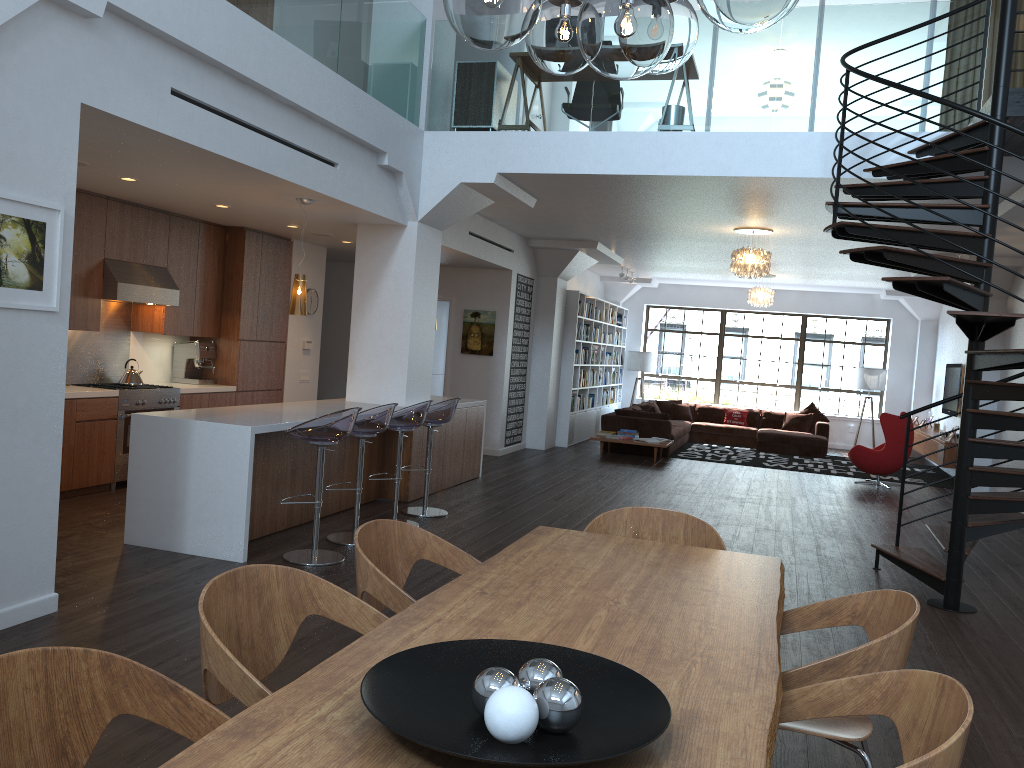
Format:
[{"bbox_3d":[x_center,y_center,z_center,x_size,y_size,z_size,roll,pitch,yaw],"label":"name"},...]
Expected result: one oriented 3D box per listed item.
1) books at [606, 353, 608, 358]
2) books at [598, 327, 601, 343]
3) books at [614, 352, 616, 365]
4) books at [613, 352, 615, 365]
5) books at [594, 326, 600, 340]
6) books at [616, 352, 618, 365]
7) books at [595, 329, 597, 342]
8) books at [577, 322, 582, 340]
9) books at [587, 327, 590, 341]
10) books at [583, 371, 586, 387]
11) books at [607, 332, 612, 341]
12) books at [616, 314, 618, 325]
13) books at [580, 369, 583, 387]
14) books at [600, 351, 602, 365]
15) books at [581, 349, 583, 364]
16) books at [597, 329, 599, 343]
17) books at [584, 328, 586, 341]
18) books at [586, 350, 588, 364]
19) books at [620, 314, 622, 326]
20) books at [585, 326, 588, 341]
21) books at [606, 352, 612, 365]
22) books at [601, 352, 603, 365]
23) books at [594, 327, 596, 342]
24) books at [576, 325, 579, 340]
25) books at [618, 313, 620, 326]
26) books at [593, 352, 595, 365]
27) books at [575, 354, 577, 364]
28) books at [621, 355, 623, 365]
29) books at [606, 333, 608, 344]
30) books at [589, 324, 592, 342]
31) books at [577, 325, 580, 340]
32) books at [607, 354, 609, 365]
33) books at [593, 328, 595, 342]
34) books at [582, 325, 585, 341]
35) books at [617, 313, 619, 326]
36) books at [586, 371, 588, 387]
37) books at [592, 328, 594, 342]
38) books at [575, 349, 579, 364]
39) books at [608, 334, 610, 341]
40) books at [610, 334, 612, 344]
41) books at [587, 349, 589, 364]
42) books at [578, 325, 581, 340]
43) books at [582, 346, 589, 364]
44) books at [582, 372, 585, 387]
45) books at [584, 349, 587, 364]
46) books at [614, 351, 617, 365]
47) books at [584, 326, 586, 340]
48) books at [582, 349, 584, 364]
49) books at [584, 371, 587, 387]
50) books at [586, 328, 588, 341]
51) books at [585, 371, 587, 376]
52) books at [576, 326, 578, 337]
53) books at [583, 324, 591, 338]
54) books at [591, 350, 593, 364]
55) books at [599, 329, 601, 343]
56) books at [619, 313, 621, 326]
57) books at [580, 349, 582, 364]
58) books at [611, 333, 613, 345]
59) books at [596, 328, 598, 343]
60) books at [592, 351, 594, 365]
[{"bbox_3d":[1.689,-0.463,16.348,0.140,0.206,0.042,5,2,17],"label":"books"},{"bbox_3d":[1.434,-0.864,15.449,0.197,0.283,0.065,5,2,17],"label":"books"},{"bbox_3d":[1.912,-0.498,17.113,0.171,0.246,0.039,5,2,17],"label":"books"},{"bbox_3d":[1.864,-0.491,16.933,0.174,0.240,0.054,5,2,17],"label":"books"},{"bbox_3d":[1.421,-0.866,15.389,0.176,0.290,0.053,5,2,17],"label":"books"},{"bbox_3d":[1.961,-0.504,17.271,0.183,0.253,0.042,5,2,17],"label":"books"},{"bbox_3d":[1.360,-0.828,15.176,0.161,0.223,0.026,5,2,17],"label":"books"},{"bbox_3d":[1.011,-0.837,13.989,0.176,0.290,0.053,5,2,17],"label":"books"},{"bbox_3d":[1.176,-0.825,14.591,0.174,0.240,0.054,5,2,17],"label":"books"},{"bbox_3d":[1.120,-0.085,14.628,0.183,0.253,0.034,5,2,17],"label":"books"},{"bbox_3d":[1.800,-0.859,16.638,0.140,0.231,0.042,5,2,17],"label":"books"},{"bbox_3d":[1.934,-1.231,16.936,0.161,0.223,0.032,5,2,17],"label":"books"},{"bbox_3d":[1.057,-0.100,14.429,0.176,0.290,0.053,5,2,17],"label":"books"},{"bbox_3d":[1.502,-0.475,15.748,0.174,0.251,0.051,5,2,17],"label":"books"},{"bbox_3d":[1.052,-0.442,14.276,0.174,0.239,0.045,5,2,17],"label":"books"},{"bbox_3d":[1.402,-0.839,15.315,0.174,0.239,0.045,5,2,17],"label":"books"},{"bbox_3d":[1.116,-0.826,14.415,0.171,0.246,0.039,5,2,17],"label":"books"},{"bbox_3d":[1.156,-0.448,14.609,0.174,0.239,0.045,5,2,17],"label":"books"},{"bbox_3d":[2.045,-1.255,17.346,0.183,0.253,0.042,5,2,17],"label":"books"},{"bbox_3d":[1.134,-0.831,14.486,0.183,0.253,0.042,5,2,17],"label":"books"},{"bbox_3d":[1.799,-0.482,16.700,0.140,0.231,0.042,5,2,17],"label":"books"},{"bbox_3d":[1.526,-0.461,15.815,0.161,0.223,0.030,5,2,17],"label":"books"},{"bbox_3d":[1.331,-0.841,15.077,0.182,0.253,0.034,5,2,17],"label":"books"},{"bbox_3d":[0.946,-0.805,13.809,0.152,0.232,0.104,5,2,17],"label":"books"},{"bbox_3d":[1.990,-1.252,17.180,0.183,0.253,0.042,5,2,17],"label":"books"},{"bbox_3d":[1.342,-0.443,15.225,0.161,0.207,0.135,5,2,16],"label":"books"},{"bbox_3d":[0.953,-0.390,13.893,0.110,0.153,0.019,5,2,17],"label":"books"},{"bbox_3d":[2.130,-0.494,17.810,0.182,0.215,0.188,5,2,17],"label":"books"},{"bbox_3d":[1.662,-0.835,16.157,0.146,0.202,0.027,5,2,17],"label":"books"},{"bbox_3d":[1.225,-0.853,14.750,0.176,0.291,0.053,5,2,17],"label":"books"},{"bbox_3d":[0.958,-0.808,13.838,0.172,0.235,0.112,5,2,17],"label":"books"},{"bbox_3d":[1.704,-0.456,16.386,0.139,0.191,0.036,5,2,17],"label":"books"},{"bbox_3d":[1.303,-0.832,14.981,0.174,0.239,0.045,5,2,17],"label":"books"},{"bbox_3d":[1.069,-0.826,14.257,0.183,0.253,0.042,5,2,17],"label":"books"},{"bbox_3d":[1.951,-1.250,17.054,0.183,0.253,0.042,5,2,17],"label":"books"},{"bbox_3d":[1.174,-0.088,14.789,0.183,0.253,0.034,5,2,17],"label":"books"},{"bbox_3d":[1.286,-0.837,14.909,0.182,0.253,0.034,5,2,17],"label":"books"},{"bbox_3d":[0.979,-0.432,14.013,0.140,0.231,0.042,5,2,17],"label":"books"},{"bbox_3d":[1.743,-0.832,16.465,0.134,0.184,0.030,5,2,17],"label":"books"},{"bbox_3d":[1.791,-0.838,16.599,0.139,0.191,0.036,5,2,17],"label":"books"},{"bbox_3d":[1.182,-0.456,14.678,0.182,0.253,0.034,5,2,17],"label":"books"},{"bbox_3d":[0.979,-0.813,13.919,0.174,0.242,0.105,5,2,17],"label":"books"},{"bbox_3d":[1.192,-0.476,14.740,0.176,0.294,0.102,5,2,17],"label":"books"},{"bbox_3d":[1.098,-0.080,14.549,0.171,0.246,0.057,5,2,17],"label":"books"},{"bbox_3d":[1.126,-0.453,14.513,0.182,0.253,0.034,5,2,17],"label":"books"},{"bbox_3d":[1.930,-0.506,17.190,0.180,0.259,0.042,5,2,17],"label":"books"},{"bbox_3d":[1.102,-0.827,14.378,0.160,0.251,0.039,5,2,17],"label":"books"},{"bbox_3d":[1.064,-0.447,14.326,0.170,0.245,0.057,5,2,17],"label":"books"},{"bbox_3d":[1.134,-0.085,14.659,0.183,0.253,0.034,5,2,17],"label":"books"},{"bbox_3d":[1.158,-0.815,14.518,0.161,0.223,0.032,5,2,17],"label":"books"},{"bbox_3d":[1.140,-0.086,14.692,0.183,0.253,0.034,5,2,17],"label":"books"},{"bbox_3d":[0.933,-0.798,13.782,0.161,0.218,0.101,5,2,17],"label":"books"},{"bbox_3d":[1.194,-0.851,14.705,0.198,0.284,0.049,5,2,17],"label":"books"},{"bbox_3d":[1.274,-0.456,15.002,0.174,0.240,0.054,5,2,17],"label":"books"},{"bbox_3d":[1.468,-0.847,15.516,0.159,0.250,0.026,5,2,17],"label":"books"},{"bbox_3d":[2.007,-1.252,17.220,0.183,0.253,0.042,5,2,17],"label":"books"},{"bbox_3d":[1.004,-0.463,14.147,0.197,0.283,0.065,5,2,17],"label":"books"},{"bbox_3d":[1.811,-0.858,16.686,0.158,0.226,0.052,5,2,17],"label":"books"},{"bbox_3d":[1.384,-0.841,15.267,0.170,0.245,0.057,5,2,17],"label":"books"},{"bbox_3d":[1.300,-0.449,15.073,0.161,0.223,0.032,5,2,17],"label":"books"}]
